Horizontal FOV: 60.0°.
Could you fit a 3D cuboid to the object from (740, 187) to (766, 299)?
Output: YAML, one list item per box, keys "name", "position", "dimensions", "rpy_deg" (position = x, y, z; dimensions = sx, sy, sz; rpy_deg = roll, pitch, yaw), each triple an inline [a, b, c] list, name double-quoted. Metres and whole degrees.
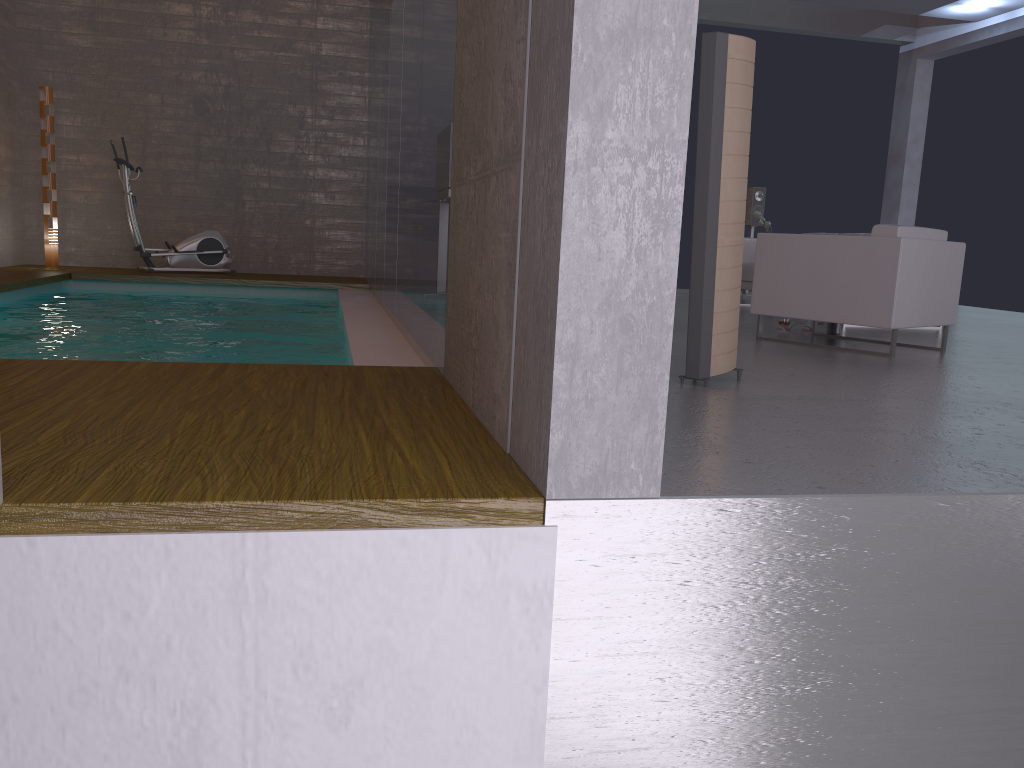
- name: "object"
  position: [2.956, -1.742, 11.022]
  dimensions: [0.243, 1.363, 0.333]
  rpy_deg: [2, 9, -6]

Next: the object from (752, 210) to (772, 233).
- name: "object"
  position: [2.926, -1.443, 10.149]
  dimensions: [0.387, 1.051, 0.400]
  rpy_deg: [7, 10, 25]

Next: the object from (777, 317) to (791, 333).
- name: "object"
  position: [2.064, -0.507, 6.711]
  dimensions: [0.091, 0.233, 0.091]
  rpy_deg: [5, 10, 15]

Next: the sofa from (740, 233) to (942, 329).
- name: "sofa"
  position: [3.105, -1.084, 8.728]
  dimensions: [1.026, 0.824, 2.353]
  rpy_deg: [1, 9, -12]

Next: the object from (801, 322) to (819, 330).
- name: "object"
  position: [2.370, -0.460, 6.966]
  dimensions: [0.079, 0.087, 0.235]
  rpy_deg: [-3, 11, -34]

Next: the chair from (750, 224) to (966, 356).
- name: "chair"
  position: [2.307, -0.666, 5.987]
  dimensions: [0.936, 0.808, 1.026]
  rpy_deg: [-5, 12, -42]

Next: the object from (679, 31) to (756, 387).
- name: "object"
  position: [0.876, -0.729, 3.839]
  dimensions: [0.244, 1.473, 0.444]
  rpy_deg: [9, 11, 32]

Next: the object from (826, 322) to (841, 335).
- name: "object"
  position: [2.466, -0.596, 6.742]
  dimensions: [0.109, 0.435, 0.109]
  rpy_deg: [5, 10, 14]

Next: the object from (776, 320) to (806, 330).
- name: "object"
  position: [2.177, -0.464, 6.933]
  dimensions: [0.079, 0.087, 0.235]
  rpy_deg: [-6, 13, -44]
